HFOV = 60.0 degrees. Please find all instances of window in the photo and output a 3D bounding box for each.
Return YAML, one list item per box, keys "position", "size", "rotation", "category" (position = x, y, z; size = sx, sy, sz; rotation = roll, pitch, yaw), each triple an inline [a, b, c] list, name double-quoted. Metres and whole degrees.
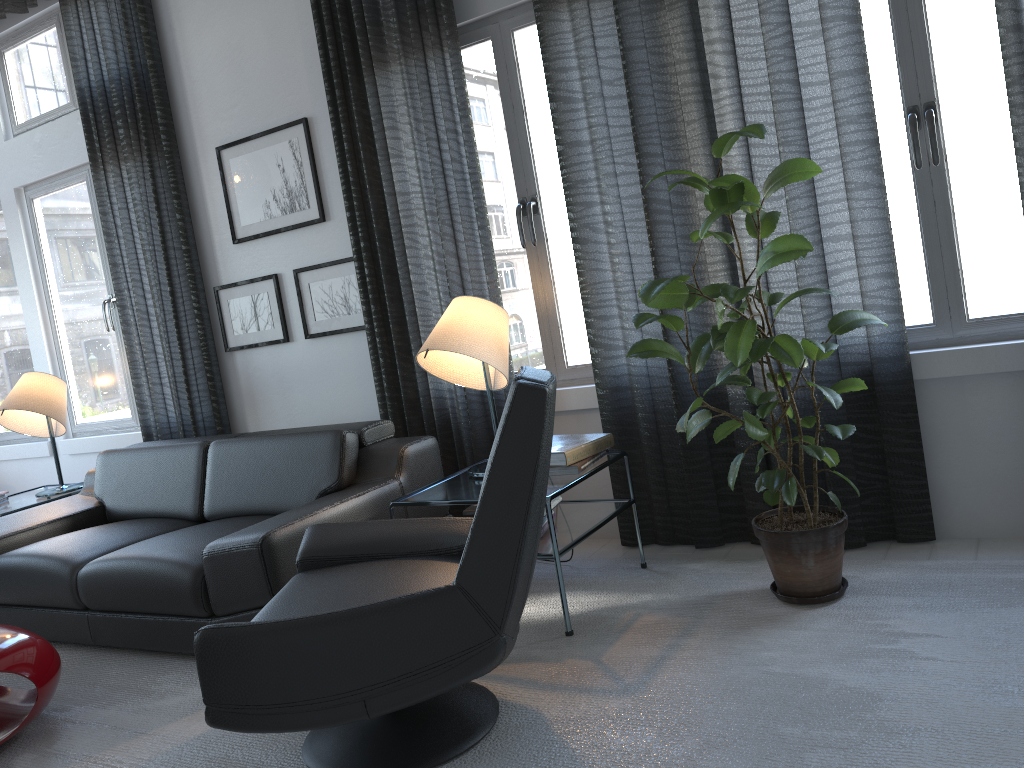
- position: [0.000, -1.126, 3.461]
  size: [1.265, 2.318, 0.134]
  rotation: [-7, 4, 31]
  category: "window"
- position: [-2.239, -0.880, 4.817]
  size: [1.265, 2.318, 0.134]
  rotation: [-7, 4, 31]
  category: "window"
- position: [-3.445, -0.748, 5.547]
  size: [1.265, 2.318, 0.134]
  rotation: [-7, 4, 31]
  category: "window"
- position: [1.206, -1.258, 2.732]
  size: [1.265, 2.318, 0.134]
  rotation: [-7, 4, 31]
  category: "window"

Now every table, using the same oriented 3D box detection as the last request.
- position: [-2.378, 0.767, 4.389]
  size: [0.592, 0.409, 0.596]
  rotation: [-7, 6, 31]
  category: "table"
- position: [-1.829, 0.922, 2.383]
  size: [0.937, 0.299, 0.946]
  rotation: [-6, 6, 31]
  category: "table"
- position: [0.032, 0.503, 2.930]
  size: [0.592, 0.409, 0.596]
  rotation: [-7, 6, 31]
  category: "table"

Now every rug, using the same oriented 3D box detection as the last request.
- position: [-1.270, 0.967, 2.489]
  size: [7.751, 0.032, 2.969]
  rotation: [-6, 6, 31]
  category: "rug"

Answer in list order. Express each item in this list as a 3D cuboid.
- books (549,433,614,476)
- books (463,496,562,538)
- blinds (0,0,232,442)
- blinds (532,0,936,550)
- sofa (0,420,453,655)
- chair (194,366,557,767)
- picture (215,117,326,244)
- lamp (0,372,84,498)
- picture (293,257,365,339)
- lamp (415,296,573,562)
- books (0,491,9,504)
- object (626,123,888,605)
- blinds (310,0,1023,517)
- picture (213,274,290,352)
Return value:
- position: [0.163, 0.236, 2.973]
  size: [0.278, 0.075, 0.322]
  rotation: [-6, 7, 35]
  category: "books"
- position: [0.009, 0.420, 2.771]
  size: [0.279, 0.115, 0.323]
  rotation: [-8, 5, 16]
  category: "books"
- position: [-2.902, -0.670, 5.071]
  size: [3.205, 3.270, 0.189]
  rotation: [-7, 4, 31]
  category: "blinds"
- position: [0.607, -0.972, 2.957]
  size: [1.078, 3.104, 0.115]
  rotation: [-8, 4, 28]
  category: "blinds"
- position: [-1.268, 0.563, 3.427]
  size: [1.900, 0.615, 0.941]
  rotation: [-6, 6, 31]
  category: "sofa"
- position: [-0.231, 0.417, 2.116]
  size: [0.804, 0.808, 0.843]
  rotation: [-9, 4, 4]
  category: "chair"
- position: [-1.125, -0.928, 4.098]
  size: [0.587, 0.466, 0.020]
  rotation: [-7, 4, 31]
  category: "picture"
- position: [-1.855, 0.371, 4.335]
  size: [1.167, 1.013, 0.476]
  rotation: [-9, 4, 5]
  category: "lamp"
- position: [-0.800, -0.388, 3.991]
  size: [0.426, 0.326, 0.020]
  rotation: [-7, 4, 31]
  category: "picture"
- position: [-0.285, 0.199, 3.384]
  size: [0.476, 1.013, 1.166]
  rotation: [-12, 5, -33]
  category: "lamp"
- position: [-2.599, 0.580, 4.347]
  size: [0.160, 0.050, 0.216]
  rotation: [-9, 5, 3]
  category: "books"
- position: [0.678, -0.036, 2.494]
  size: [0.534, 1.328, 0.787]
  rotation: [-6, 5, 41]
  category: "object"
- position: [0.565, -1.050, 2.973]
  size: [3.205, 3.270, 0.189]
  rotation: [-7, 4, 31]
  category: "blinds"
- position: [-1.259, -0.337, 4.269]
  size: [0.426, 0.326, 0.020]
  rotation: [-7, 4, 31]
  category: "picture"
